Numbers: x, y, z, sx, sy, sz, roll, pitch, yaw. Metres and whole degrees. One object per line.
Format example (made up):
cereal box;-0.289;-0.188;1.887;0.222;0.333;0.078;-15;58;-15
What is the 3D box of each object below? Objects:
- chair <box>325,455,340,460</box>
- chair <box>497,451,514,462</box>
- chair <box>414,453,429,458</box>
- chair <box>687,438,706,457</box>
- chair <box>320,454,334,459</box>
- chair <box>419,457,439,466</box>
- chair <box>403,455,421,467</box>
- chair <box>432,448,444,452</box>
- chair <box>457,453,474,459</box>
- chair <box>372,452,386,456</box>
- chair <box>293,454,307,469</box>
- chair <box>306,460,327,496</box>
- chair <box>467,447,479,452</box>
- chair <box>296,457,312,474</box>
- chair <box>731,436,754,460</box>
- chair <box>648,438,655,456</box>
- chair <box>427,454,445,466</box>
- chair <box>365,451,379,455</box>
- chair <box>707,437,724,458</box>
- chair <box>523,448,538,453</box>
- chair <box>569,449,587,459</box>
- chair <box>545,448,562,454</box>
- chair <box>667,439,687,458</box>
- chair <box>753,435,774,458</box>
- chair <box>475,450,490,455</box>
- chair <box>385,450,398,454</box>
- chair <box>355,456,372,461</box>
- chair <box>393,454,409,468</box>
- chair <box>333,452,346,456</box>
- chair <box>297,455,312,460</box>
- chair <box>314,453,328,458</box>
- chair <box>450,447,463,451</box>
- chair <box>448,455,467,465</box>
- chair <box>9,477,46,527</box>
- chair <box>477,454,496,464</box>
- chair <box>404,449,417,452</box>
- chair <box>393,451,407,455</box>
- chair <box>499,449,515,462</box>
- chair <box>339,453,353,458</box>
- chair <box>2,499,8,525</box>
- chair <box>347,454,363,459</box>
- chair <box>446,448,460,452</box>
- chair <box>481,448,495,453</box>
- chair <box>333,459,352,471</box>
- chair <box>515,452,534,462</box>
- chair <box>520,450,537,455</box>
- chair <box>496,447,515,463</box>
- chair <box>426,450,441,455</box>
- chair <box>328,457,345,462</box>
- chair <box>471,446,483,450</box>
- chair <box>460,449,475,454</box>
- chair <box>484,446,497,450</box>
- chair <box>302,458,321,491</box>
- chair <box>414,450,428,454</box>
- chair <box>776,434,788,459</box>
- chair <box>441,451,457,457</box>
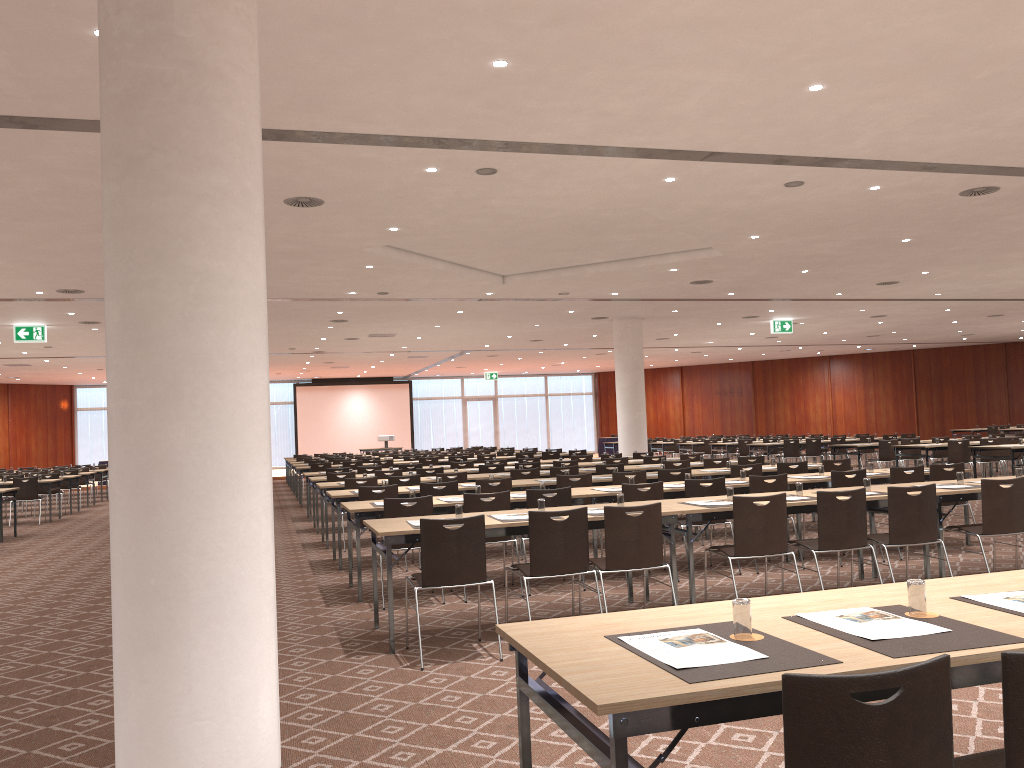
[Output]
chair;-5.054;2.484;24.971;0.535;0.939;0.614;-2;-3;-16
chair;-0.195;2.141;22.127;0.535;0.939;0.614;-2;-3;-17
chair;-2.446;2.310;23.640;0.535;0.939;0.614;-2;-3;-15
chair;5.852;2.181;27.967;0.535;0.939;0.614;-2;-3;-15
chair;-5.597;2.599;26.814;0.535;0.939;0.614;-2;-3;-17
chair;-1.855;2.085;19.610;0.535;0.939;0.614;-2;-3;-15
chair;-2.424;2.202;21.489;0.535;0.939;0.614;-2;-3;-16
chair;-2.505;2.617;29.777;0.535;0.939;0.614;-2;-3;-17
chair;-1.175;2.172;21.927;0.535;0.939;0.614;-2;-3;-18
chair;-4.090;2.561;27.325;0.535;0.939;0.614;-2;-2;-14
chair;-6.807;2.737;28.581;0.535;0.939;0.614;-2;-2;-14
chair;-4.573;2.263;20.909;0.535;0.939;0.614;-2;-3;-15
chair;-1.276;2.481;28.051;0.535;0.939;0.614;-2;-3;-15
chair;-5.772;2.500;24.686;0.535;0.939;0.614;-2;-3;-15
chair;7.432;2.145;28.565;0.535;0.939;0.614;-2;-3;-15
chair;4.792;2.420;31.903;0.535;0.939;0.614;-2;-3;-18
chair;-1.881;2.189;21.681;0.535;0.939;0.614;-2;-3;-17
chair;-4.610;2.677;29.211;0.535;0.939;0.614;-2;-3;-15
chair;6.402;2.170;28.209;0.535;0.939;0.614;-2;-3;-19
chair;0.471;2.228;24.432;0.535;0.939;0.614;-2;-3;-17
chair;1.497;1.996;20.614;0.535;0.939;0.614;-2;-2;-13
chair;1.031;2.108;22.478;0.535;0.939;0.614;-2;-3;-14
chair;5.244;2.204;27.939;0.535;0.939;0.614;-2;-3;-17
chair;8.080;2.124;28.689;0.535;0.939;0.614;-2;-3;-18
chair;-0.821;2.266;24.106;0.535;0.939;0.614;-2;-3;-15
chair;-4.009;2.658;29.347;0.535;0.939;0.614;-2;-3;-17
chair;-3.890;2.345;23.147;0.535;0.939;0.614;-2;-3;-18
chair;-2.941;2.321;23.455;0.535;0.939;0.614;-2;-3;-14
chair;-5.622;2.702;28.885;0.535;0.939;0.614;-2;-3;-18
chair;-6.239;2.620;26.710;0.535;0.939;0.614;-2;-3;-18
chair;-6.199;2.722;28.799;0.535;0.939;0.614;-2;-3;-15
chair;-1.898;2.605;30.031;0.535;0.939;0.614;-2;-3;-17
chair;-1.233;2.070;19.832;0.535;0.939;0.614;-2;-3;-17
chair;-9.512;2.294;17.417;0.535;0.939;0.614;-2;-3;-17
chair;-0.592;2.049;19.936;0.535;0.939;0.614;-2;-3;-15
chair;-3.382;2.645;29.606;0.535;0.939;0.614;-2;-2;-14
chair;-3.457;2.542;27.463;0.535;0.939;0.614;-2;-2;-13
chair;-0.161;2.244;24.215;0.535;0.939;0.614;-2;-2;-14
chair;-5.048;2.585;27.007;0.535;0.939;0.614;-2;-2;-13
chair;-10.142;2.307;17.152;0.535;0.939;0.614;-2;-3;-17
chair;-4.445;2.466;25.102;0.535;0.939;0.614;-2;-2;-14
chair;-1.872;2.501;27.960;0.535;0.939;0.614;-2;-3;-14
chair;-0.746;2.365;26.161;0.535;0.939;0.614;-2;-3;-19
chair;-4.020;2.246;21.032;0.535;0.939;0.614;-2;-2;-14
chair;0.254;2.028;20.214;0.535;0.939;0.614;-2;-3;-18
chair;0.379;2.128;22.328;0.535;0.939;0.614;-2;-3;-17
chair;-0.156;2.347;26.294;0.535;0.939;0.614;-2;-3;-15
chair;-2.301;2.409;25.760;0.535;0.939;0.614;-2;-3;-19
chair;-4.535;2.365;22.998;0.535;0.939;0.614;-2;-2;-13
chair;-1.204;2.582;30.150;0.535;0.939;0.614;-2;-2;-14
chair;-1.325;2.379;25.960;0.535;0.939;0.614;-2;-3;-16
chair;-0.718;2.467;28.247;0.535;0.939;0.614;-2;-3;-16
chair;-5.141;2.384;22.868;0.535;0.939;0.614;-2;-3;-19
chair;-2.823;2.523;27.608;0.535;0.939;0.614;-2;-2;-13
chair;8.700;2.103;28.782;0.535;0.939;0.614;-2;-3;-15
chair;-1.708;2.286;23.772;0.535;0.939;0.614;-2;-3;-17
